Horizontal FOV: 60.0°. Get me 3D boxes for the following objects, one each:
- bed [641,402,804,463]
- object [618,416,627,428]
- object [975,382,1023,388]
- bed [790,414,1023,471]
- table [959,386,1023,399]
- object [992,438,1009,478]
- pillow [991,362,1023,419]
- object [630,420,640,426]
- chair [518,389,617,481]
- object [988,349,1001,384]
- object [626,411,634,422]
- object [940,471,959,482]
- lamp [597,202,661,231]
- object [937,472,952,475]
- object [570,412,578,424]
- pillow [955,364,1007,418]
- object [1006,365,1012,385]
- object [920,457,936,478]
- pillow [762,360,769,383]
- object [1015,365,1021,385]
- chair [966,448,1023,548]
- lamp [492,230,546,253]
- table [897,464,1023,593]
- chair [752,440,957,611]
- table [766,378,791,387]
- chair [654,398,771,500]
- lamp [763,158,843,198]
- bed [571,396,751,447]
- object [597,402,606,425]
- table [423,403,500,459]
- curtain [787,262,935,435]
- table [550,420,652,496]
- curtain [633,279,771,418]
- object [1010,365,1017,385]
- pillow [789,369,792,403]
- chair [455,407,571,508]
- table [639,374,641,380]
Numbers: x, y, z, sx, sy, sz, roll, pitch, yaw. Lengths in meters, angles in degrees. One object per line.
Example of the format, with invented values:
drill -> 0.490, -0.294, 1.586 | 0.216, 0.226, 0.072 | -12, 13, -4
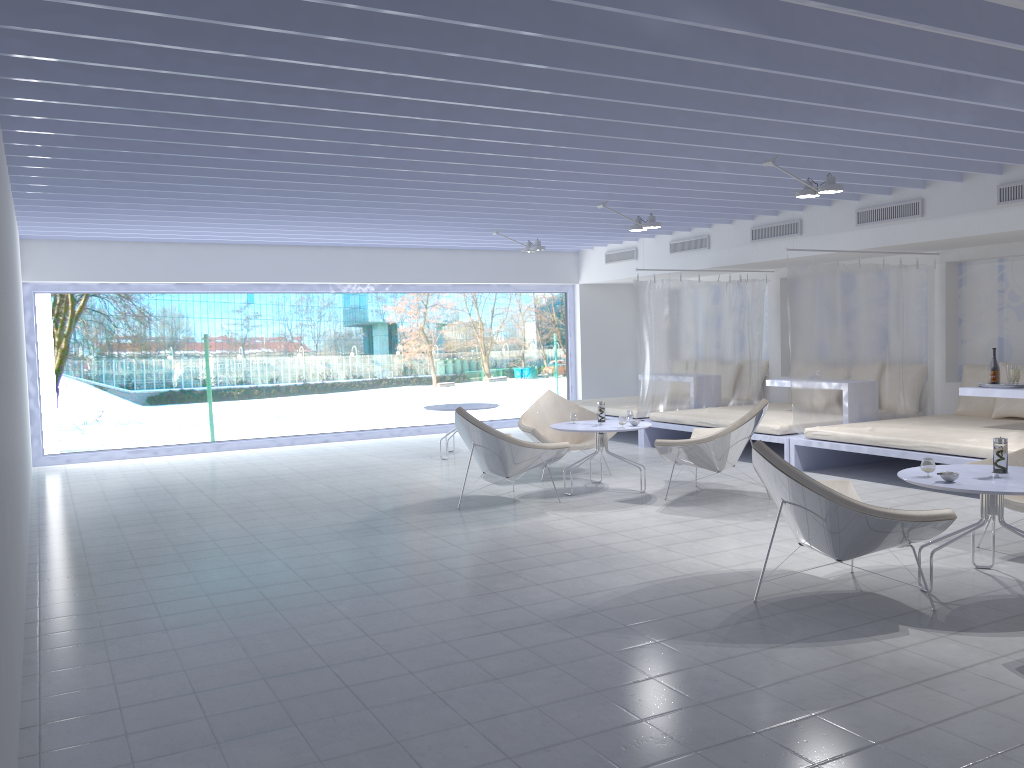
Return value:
bed -> 2.832, 0.481, 9.346 | 2.016, 0.427, 2.200 | -3, 3, -28
object -> 0.864, 0.297, 6.942 | 0.068, 0.091, 0.068 | -2, 3, 0
object -> 3.968, 0.011, 7.193 | 0.275, 0.031, 0.429 | -3, 3, -26
bed -> 3.885, 0.558, 7.408 | 2.022, 0.422, 2.200 | -3, 3, -28
table -> 4.115, 0.262, 6.933 | 0.416, 0.450, 1.065 | -3, 3, -28
object -> 2.340, 0.353, 4.248 | 0.075, 0.185, 0.075 | 0, 3, 25
pillow -> 4.612, 0.066, 7.941 | 0.537, 0.527, 0.233 | 1, 4, 42
object -> 0.977, 0.312, 7.051 | 0.082, 0.043, 0.082 | 0, 4, 30
chair -> 0.465, 0.442, 8.195 | 0.906, 0.759, 0.753 | -3, 3, -18
object -> 3.943, -0.142, 7.253 | 0.092, 0.302, 0.092 | 0, 3, 29
object -> 0.982, 0.269, 7.403 | 0.068, 0.091, 0.068 | -4, 4, -35
object -> 2.048, 0.437, 4.152 | 0.082, 0.043, 0.082 | -3, 3, -26
lamp -> 1.052, -1.542, 8.155 | 0.587, 0.218, 0.380 | -3, 3, -28
object -> 2.018, 0.418, 4.140 | 0.098, 0.016, 0.012 | -3, 3, -28
object -> 0.515, 0.283, 7.394 | 0.068, 0.091, 0.068 | -2, 3, -6
pillow -> 4.432, 0.073, 8.334 | 0.230, 0.521, 0.524 | -3, 3, -26
object -> 4.020, -0.066, 7.165 | 0.059, 0.174, 0.059 | 0, 4, 30
object -> 2.019, 0.405, 4.304 | 0.068, 0.091, 0.068 | -4, 4, -38
pillow -> 2.963, -0.046, 11.104 | 0.231, 0.510, 0.572 | -3, 3, -27
object -> 4.051, -0.063, 7.108 | 0.059, 0.174, 0.059 | 0, 4, 30
chair -> 3.074, 0.546, 4.856 | 0.753, 0.759, 0.906 | -3, 3, -24
lamp -> 0.058, -1.614, 10.015 | 0.587, 0.218, 0.380 | -3, 3, -28
table -> 2.304, 0.712, 4.269 | 0.823, 0.534, 0.825 | 1, 4, 39
chair -> 1.485, 0.626, 4.198 | 0.753, 0.759, 0.906 | -2, 3, -10
table -> 3.080, 0.188, 8.870 | 0.416, 0.450, 1.065 | -3, 3, -28
chair -> 1.612, 0.483, 6.822 | 0.753, 0.759, 0.906 | 0, 4, 32
lamp -> 2.036, -1.472, 6.313 | 0.587, 0.218, 0.380 | -3, 3, -28
bed -> 1.806, 0.409, 11.302 | 2.022, 0.422, 2.200 | -3, 3, -28
object -> 0.730, 0.236, 7.238 | 0.075, 0.189, 0.075 | -4, 4, -36
table -> -0.538, 0.507, 9.634 | 0.825, 0.534, 0.823 | -1, 3, 19
curtain -> 3.322, -0.351, 8.317 | 1.998, 1.559, 0.125 | -3, 3, -29
table -> 0.728, 0.599, 7.224 | 0.825, 0.534, 0.823 | -4, 4, -37
curtain -> 2.241, -0.444, 10.253 | 2.050, 1.552, 0.151 | -3, 3, -28
object -> 3.997, -0.060, 7.072 | 0.059, 0.174, 0.059 | 0, 4, 30
pillow -> 3.412, -0.014, 10.263 | 0.231, 0.510, 0.572 | -3, 3, -29
chair -> -0.102, 0.530, 6.829 | 0.753, 0.759, 0.906 | -4, 4, -33
table -> 2.037, 0.113, 10.824 | 0.416, 0.450, 1.065 | -3, 3, -28
